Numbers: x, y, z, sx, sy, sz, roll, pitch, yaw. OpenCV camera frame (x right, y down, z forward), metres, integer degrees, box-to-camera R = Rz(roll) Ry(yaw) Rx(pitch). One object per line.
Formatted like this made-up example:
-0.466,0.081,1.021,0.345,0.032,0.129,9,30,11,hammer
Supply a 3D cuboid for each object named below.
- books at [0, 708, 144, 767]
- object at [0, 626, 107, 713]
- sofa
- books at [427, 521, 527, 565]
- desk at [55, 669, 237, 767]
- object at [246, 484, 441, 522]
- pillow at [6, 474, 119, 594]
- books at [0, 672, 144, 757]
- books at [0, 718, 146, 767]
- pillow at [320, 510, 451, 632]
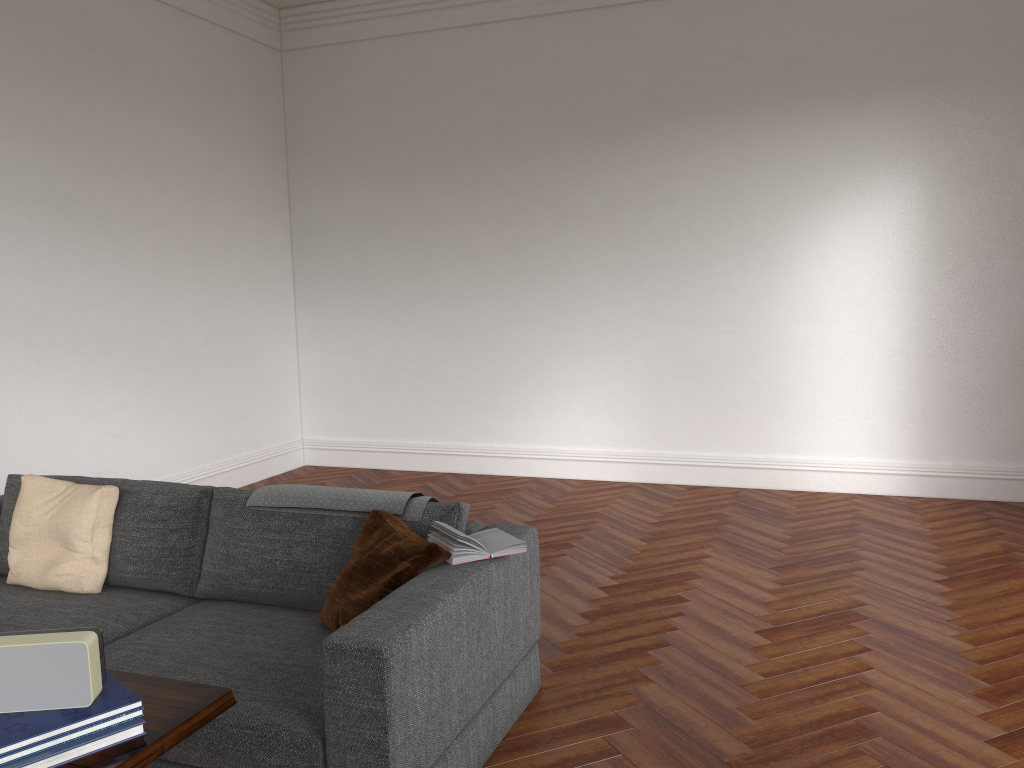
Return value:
-0.886,0.611,1.599,0.344,0.017,0.250,-7,8,-44,books
-0.898,0.522,1.619,0.275,0.126,0.081,-2,7,-6,object
-1.341,0.863,3.313,2.644,0.831,1.259,1,7,20,sofa
-0.126,0.527,3.054,0.278,0.096,0.224,-5,7,-28,books
-1.773,1.029,1.761,2.226,0.753,1.027,1,7,20,desk
-0.617,0.582,3.528,0.752,0.388,0.399,1,7,20,object
-1.865,0.615,3.647,0.486,0.461,0.225,1,7,20,pillow
-0.887,0.595,1.597,0.344,0.017,0.250,-7,8,-44,books
-0.883,0.635,1.587,0.347,0.027,0.264,-7,8,-44,books
-0.442,0.673,3.028,0.330,0.398,0.469,-6,8,-32,pillow
